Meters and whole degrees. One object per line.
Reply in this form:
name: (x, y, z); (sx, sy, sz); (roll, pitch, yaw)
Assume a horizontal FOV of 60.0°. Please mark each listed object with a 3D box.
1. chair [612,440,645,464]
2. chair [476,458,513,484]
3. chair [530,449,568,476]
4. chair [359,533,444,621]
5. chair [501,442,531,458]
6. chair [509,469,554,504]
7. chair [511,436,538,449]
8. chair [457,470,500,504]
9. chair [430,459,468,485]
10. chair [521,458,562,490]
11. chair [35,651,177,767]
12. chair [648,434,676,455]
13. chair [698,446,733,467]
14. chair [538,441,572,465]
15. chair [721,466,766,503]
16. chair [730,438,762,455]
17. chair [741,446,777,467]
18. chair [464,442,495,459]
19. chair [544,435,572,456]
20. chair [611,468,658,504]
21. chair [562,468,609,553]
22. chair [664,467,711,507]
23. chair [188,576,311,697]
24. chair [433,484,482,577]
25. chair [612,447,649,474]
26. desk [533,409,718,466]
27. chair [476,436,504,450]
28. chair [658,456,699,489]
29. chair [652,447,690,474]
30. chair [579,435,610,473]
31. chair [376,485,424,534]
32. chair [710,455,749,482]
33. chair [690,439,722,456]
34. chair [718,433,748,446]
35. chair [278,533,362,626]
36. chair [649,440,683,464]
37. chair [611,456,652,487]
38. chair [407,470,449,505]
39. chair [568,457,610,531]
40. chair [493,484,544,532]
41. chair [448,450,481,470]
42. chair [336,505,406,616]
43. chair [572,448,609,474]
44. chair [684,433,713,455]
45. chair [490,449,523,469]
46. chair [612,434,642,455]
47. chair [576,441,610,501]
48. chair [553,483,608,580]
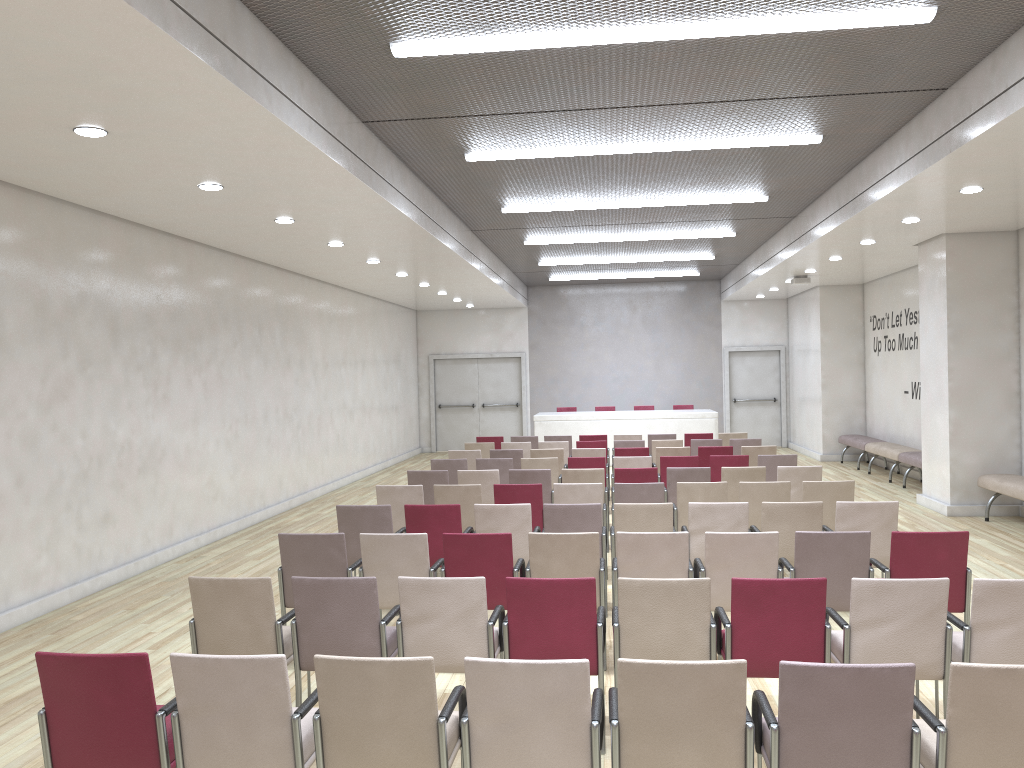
chair: (1.744, 1.258, 13.149); (0.513, 0.890, 0.640); (-1, 1, 7)
chair: (-0.171, 1.330, 10.894); (0.513, 0.890, 0.640); (-1, 1, 6)
chair: (0.502, 1.300, 12.062); (0.513, 0.890, 0.640); (-1, 1, 6)
chair: (-0.720, 1.400, 6.000); (0.513, 0.890, 0.640); (-1, 1, 7)
chair: (0.102, 1.295, 13.335); (0.513, 0.890, 0.640); (-1, 1, 7)
chair: (0.232, 1.335, 9.605); (0.513, 0.890, 0.640); (-1, 1, 7)
chair: (0.241, 1.277, 14.559); (0.513, 0.890, 0.640); (-1, 1, 7)
chair: (-0.314, 1.347, 9.665); (0.513, 0.890, 0.640); (-1, 1, 7)
chair: (-0.722, 1.342, 10.963); (0.513, 0.890, 0.640); (-1, 1, 6)
chair: (0.368, 1.318, 10.834); (0.513, 0.890, 0.640); (-1, 1, 6)
chair: (-1.539, 1.447, 3.621); (0.513, 0.890, 0.640); (-1, 1, 6)
chair: (2.418, 1.229, 14.310); (0.513, 0.890, 0.640); (-1, 1, 7)
chair: (2.686, 1.251, 11.814); (0.513, 0.890, 0.640); (-1, 1, 6)
chair: (0.645, 1.283, 13.286); (0.513, 0.890, 0.640); (-1, 1, 6)
chair: (2.409, 1.286, 9.362); (0.513, 0.890, 0.640); (-1, 1, 6)
chair: (3.382, 1.221, 12.959); (0.513, 0.890, 0.640); (-1, 1, 7)
chair: (3.232, 1.239, 11.750); (0.513, 0.890, 0.640); (-1, 1, 6)
chair: (-0.443, 1.307, 13.407); (0.513, 0.890, 0.640); (-1, 1, 6)
chair: (0.782, 1.265, 14.509); (0.513, 0.890, 0.640); (-1, 1, 7)
chair: (1.326, 1.310, 9.498); (0.513, 0.890, 0.640); (-1, 1, 6)
chair: (0.784, 1.323, 9.540); (0.513, 0.890, 0.640); (-1, 1, 7)
chair: (1.862, 1.298, 9.432); (0.513, 0.890, 0.640); (-1, 1, 6)
chair: (-1.404, 1.429, 4.846); (0.513, 0.890, 0.640); (-1, 1, 7)
chair: (-0.461, 1.365, 8.450); (0.513, 0.890, 0.640); (-1, 1, 6)
chair: (1.610, 1.275, 11.924); (0.513, 0.890, 0.640); (-1, 1, 5)
desk: (2.335, 1.107, 18.358); (3.652, 1.042, 1.456); (-1, 1, 6)
chair: (-0.316, 1.290, 14.621); (0.513, 0.890, 0.640); (-1, 1, 6)
chair: (1.999, 1.281, 10.643); (0.513, 0.890, 0.640); (-1, 1, 7)
chair: (2.144, 1.263, 11.874); (0.513, 0.890, 0.640); (-1, 1, 6)
chair: (1.334, 1.253, 14.438); (0.513, 0.890, 0.640); (-1, 1, 6)
chair: (-1.001, 1.377, 8.513); (0.513, 0.890, 0.640); (-1, 1, 7)
chair: (2.565, 1.268, 10.588); (0.513, 0.890, 0.640); (-1, 1, 6)
chair: (2.837, 1.233, 13.023); (0.513, 0.890, 0.640); (-1, 1, 7)
chair: (3.507, 1.204, 14.184); (0.513, 0.890, 0.640); (-1, 1, 7)
chair: (-1.270, 1.412, 6.077); (0.513, 0.890, 0.640); (-1, 1, 6)
chair: (2.283, 1.246, 13.100); (0.513, 0.890, 0.640); (-1, 1, 6)
chair: (1.460, 1.293, 10.712); (0.513, 0.890, 0.640); (-1, 1, 6)
chair: (-0.854, 1.359, 9.741); (0.513, 0.890, 0.640); (-1, 1, 7)
chair: (0.923, 1.305, 10.781); (0.513, 0.890, 0.640); (-1, 1, 6)
chair: (0.093, 1.353, 8.386); (0.513, 0.890, 0.640); (-1, 1, 6)
chair: (-0.590, 1.325, 12.173); (0.513, 0.890, 0.640); (-1, 1, 7)
chair: (-1.129, 1.394, 7.295); (0.513, 0.890, 0.640); (-1, 1, 7)
chair: (1.057, 1.288, 11.988); (0.513, 0.890, 0.640); (-1, 1, 7)
chair: (2.978, 1.216, 14.248); (0.513, 0.890, 0.640); (-1, 1, 6)
chair: (-0.037, 1.312, 12.112); (0.513, 0.890, 0.640); (-1, 1, 6)
chair: (1.886, 1.240, 14.379); (0.513, 0.890, 0.640); (-1, 1, 7)
chair: (1.201, 1.270, 13.226); (0.513, 0.890, 0.640); (-1, 1, 7)
chair: (0.636, 1.340, 8.336); (0.513, 0.890, 0.640); (-1, 1, 6)
